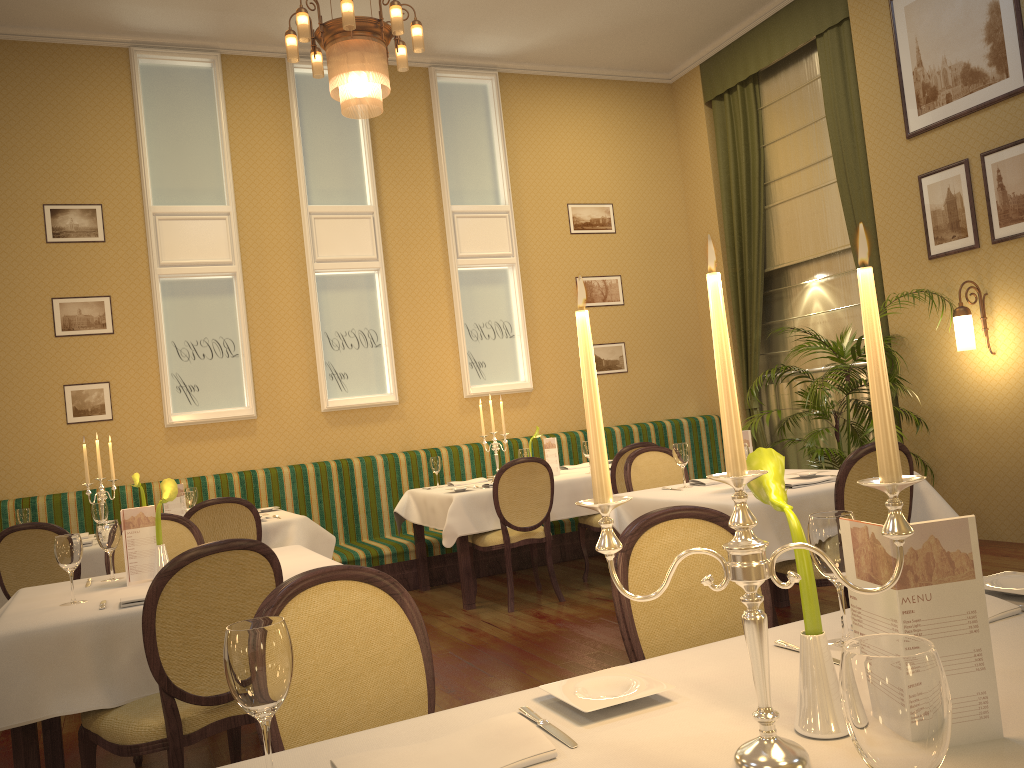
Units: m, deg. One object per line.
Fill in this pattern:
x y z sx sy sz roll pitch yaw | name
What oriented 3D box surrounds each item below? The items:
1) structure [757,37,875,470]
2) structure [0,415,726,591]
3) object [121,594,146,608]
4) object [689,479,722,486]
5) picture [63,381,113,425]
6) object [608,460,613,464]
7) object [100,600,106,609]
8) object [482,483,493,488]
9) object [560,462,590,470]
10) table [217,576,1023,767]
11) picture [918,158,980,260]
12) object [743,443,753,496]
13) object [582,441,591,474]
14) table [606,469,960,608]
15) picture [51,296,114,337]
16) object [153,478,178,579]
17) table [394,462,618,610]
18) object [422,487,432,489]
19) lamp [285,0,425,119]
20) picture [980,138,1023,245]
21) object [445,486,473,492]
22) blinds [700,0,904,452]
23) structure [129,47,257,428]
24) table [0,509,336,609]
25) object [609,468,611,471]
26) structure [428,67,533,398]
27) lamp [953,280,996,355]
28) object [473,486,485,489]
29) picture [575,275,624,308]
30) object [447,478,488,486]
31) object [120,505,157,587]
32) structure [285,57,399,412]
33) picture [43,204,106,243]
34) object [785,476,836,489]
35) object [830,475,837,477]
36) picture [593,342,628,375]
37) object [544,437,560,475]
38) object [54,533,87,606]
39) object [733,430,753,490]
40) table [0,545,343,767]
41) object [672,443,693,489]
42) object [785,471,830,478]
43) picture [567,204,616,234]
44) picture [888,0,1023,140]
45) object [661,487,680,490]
2.590 -1.045 7.733 0.123 4.511 1.942 -5 -2 -24 | structure
-4.385 1.401 5.519 14.516 1.031 0.850 -5 -2 -24 | structure
-1.124 0.684 2.884 0.273 0.024 0.142 -5 -2 -24 | object
1.081 0.502 4.642 0.273 0.033 0.142 -5 -2 -24 | object
-3.159 0.140 6.614 0.313 0.294 0.008 -5 -2 -24 | picture
0.766 0.635 7.193 0.160 0.024 0.160 -5 -2 -24 | object
-1.322 0.710 2.866 0.017 0.010 0.185 -5 -2 -24 | object
-0.056 0.682 6.089 0.273 0.033 0.142 -5 -2 -24 | object
0.534 0.653 7.055 0.273 0.033 0.142 -5 -2 -24 | object
0.526 0.822 1.100 2.152 0.759 1.385 -5 -2 -24 | table
3.060 -1.217 6.229 0.022 0.619 0.412 -5 -2 -24 | picture
1.020 0.381 3.939 0.088 0.229 0.088 -7 -2 24 | object
0.551 0.522 6.324 0.088 0.229 0.088 -7 -2 24 | object
1.267 0.862 4.335 1.395 0.759 1.389 -5 -2 -23 | table
-3.214 -0.509 6.646 0.401 0.294 0.008 -5 -2 -24 | picture
-1.290 0.539 3.290 0.163 0.375 0.076 -8 -3 42 | object
0.286 1.053 6.536 2.152 0.759 1.385 -5 -2 -24 | table
-0.630 0.770 6.548 0.038 0.015 0.181 -5 -2 -23 | object
-0.791 -2.153 4.143 0.593 1.796 0.593 -5 -2 -27 | lamp
3.267 -1.258 5.766 0.022 0.619 0.412 -5 -2 -24 | picture
-0.349 0.712 5.961 0.160 0.024 0.160 -5 -2 -24 | object
2.486 -1.048 7.685 0.225 4.537 1.934 -5 -2 -25 | blinds
-2.527 -1.175 7.030 0.687 2.985 0.200 -5 -2 -24 | structure
-2.162 1.282 5.422 2.152 0.759 1.385 -5 -2 -24 | table
0.826 0.601 6.433 0.273 0.024 0.142 -5 -2 -24 | object
-0.291 -1.384 8.048 0.670 2.985 0.200 -5 -2 -24 | structure
3.085 -0.439 5.962 0.323 0.513 0.114 -5 -3 -35 | lamp
-0.226 0.707 6.070 0.038 0.015 0.181 -5 -2 -23 | object
0.845 -0.888 8.492 0.504 0.294 0.008 -5 -2 -24 | picture
-0.331 0.733 6.621 0.273 0.033 0.142 -5 -2 -24 | object
-1.419 0.605 3.321 0.081 0.277 0.166 -7 -2 22 | object
-1.442 -1.277 7.524 0.661 2.985 0.200 -5 -2 -24 | structure
-3.291 -1.209 6.672 0.401 0.294 0.008 -5 -2 -24 | picture
1.352 0.455 4.098 0.273 0.024 0.142 -5 -2 -24 | object
1.563 0.437 4.165 0.038 0.015 0.181 -5 -2 -23 | object
0.904 -0.240 8.462 0.437 0.294 0.008 -5 -2 -24 | picture
0.289 0.539 6.576 0.081 0.277 0.166 -6 -2 -8 | object
-1.481 0.621 2.975 0.088 0.229 0.088 -7 -2 18 | object
1.074 0.364 4.233 0.081 0.277 0.166 -6 -2 -18 | object
-1.180 1.091 3.221 1.395 0.759 1.389 -5 -2 -23 | table
0.879 0.420 4.571 0.088 0.229 0.088 -7 -2 24 | object
1.467 0.453 4.402 0.160 0.024 0.160 -5 -2 -24 | object
0.767 -1.588 8.519 0.504 0.294 0.008 -5 -2 -24 | picture
3.024 -2.351 6.066 0.027 1.057 0.966 -5 -2 -24 | picture
0.819 0.535 4.525 0.017 0.010 0.185 -5 -2 -23 | object
